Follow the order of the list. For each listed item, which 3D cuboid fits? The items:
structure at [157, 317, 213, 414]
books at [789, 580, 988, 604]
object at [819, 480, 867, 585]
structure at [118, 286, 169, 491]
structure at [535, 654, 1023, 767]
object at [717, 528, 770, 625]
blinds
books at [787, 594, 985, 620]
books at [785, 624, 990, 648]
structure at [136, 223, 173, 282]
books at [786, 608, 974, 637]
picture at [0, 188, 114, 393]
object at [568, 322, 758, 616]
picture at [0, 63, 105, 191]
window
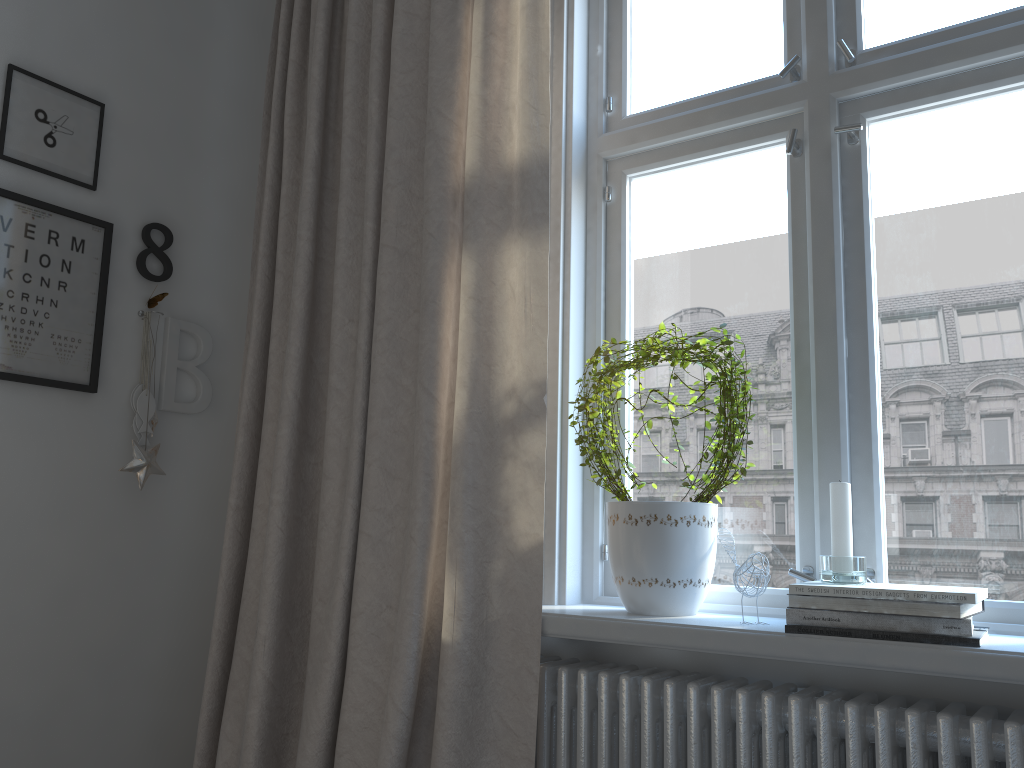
[{"bbox_3d":[-0.840,-0.041,2.300,0.024,0.238,0.146,-5,-11,35],"label":"structure"},{"bbox_3d":[0.608,0.334,1.431,0.269,0.015,0.203,-5,-11,32],"label":"books"},{"bbox_3d":[0.554,0.248,1.490,0.074,0.173,0.075,3,-9,-10],"label":"object"},{"bbox_3d":[-0.896,0.004,2.169,0.078,0.512,0.134,-2,-9,23],"label":"structure"},{"bbox_3d":[0.497,0.778,1.447,1.507,0.545,0.196,-5,-11,35],"label":"structure"},{"bbox_3d":[0.413,0.340,1.583,0.059,0.164,0.196,2,-9,-5],"label":"object"},{"bbox_3d":[-0.315,-0.125,1.881,0.831,2.640,0.225,-5,-11,35],"label":"blinds"},{"bbox_3d":[0.604,0.353,1.431,0.254,0.022,0.208,-6,-12,36],"label":"books"},{"bbox_3d":[0.602,0.393,1.417,0.272,0.013,0.220,-4,-11,31],"label":"books"},{"bbox_3d":[-0.900,-0.333,2.242,0.014,0.150,0.096,-5,-11,35],"label":"structure"},{"bbox_3d":[0.600,0.378,1.438,0.262,0.024,0.208,-4,-11,28],"label":"books"},{"bbox_3d":[-1.081,-0.210,1.973,0.021,0.414,0.365,-5,-11,35],"label":"picture"},{"bbox_3d":[0.292,0.158,1.745,0.385,0.572,0.217,-1,-9,16],"label":"object"},{"bbox_3d":[-1.060,-0.589,2.052,0.010,0.220,0.226,-5,-11,35],"label":"picture"},{"bbox_3d":[-1.117,-0.049,4.953,7.984,6.990,11.991,-5,-11,35],"label":"window"}]
